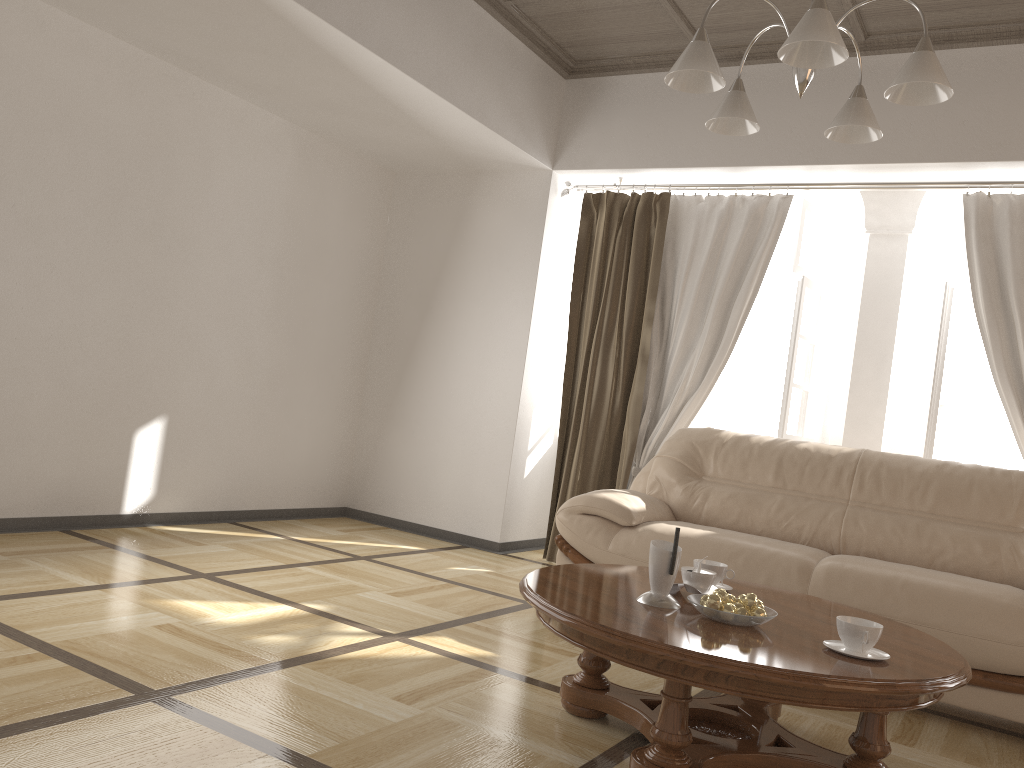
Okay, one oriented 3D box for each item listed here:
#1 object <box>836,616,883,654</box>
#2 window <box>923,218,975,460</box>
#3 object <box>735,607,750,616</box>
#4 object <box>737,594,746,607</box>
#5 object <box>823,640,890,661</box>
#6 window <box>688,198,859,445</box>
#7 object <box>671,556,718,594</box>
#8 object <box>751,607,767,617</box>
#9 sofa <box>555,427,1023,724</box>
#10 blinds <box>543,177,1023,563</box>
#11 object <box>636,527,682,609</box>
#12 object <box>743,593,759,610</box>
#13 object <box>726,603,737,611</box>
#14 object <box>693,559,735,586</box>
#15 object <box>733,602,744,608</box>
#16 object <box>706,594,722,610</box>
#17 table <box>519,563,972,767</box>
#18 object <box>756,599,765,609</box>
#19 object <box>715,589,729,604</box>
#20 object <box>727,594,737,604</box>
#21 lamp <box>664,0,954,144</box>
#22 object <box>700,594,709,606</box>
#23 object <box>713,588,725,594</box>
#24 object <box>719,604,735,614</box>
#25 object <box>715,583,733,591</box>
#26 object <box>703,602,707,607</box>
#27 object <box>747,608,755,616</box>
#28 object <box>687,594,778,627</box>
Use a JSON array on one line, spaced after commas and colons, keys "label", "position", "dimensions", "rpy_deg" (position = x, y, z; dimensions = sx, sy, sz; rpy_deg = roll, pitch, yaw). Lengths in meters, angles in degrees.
[{"label": "object", "position": [0.814, 0.596, 2.092], "dimensions": [0.114, 0.071, 0.105], "rpy_deg": [10, -2, -44]}, {"label": "window", "position": [3.043, -0.149, 4.373], "dimensions": [1.759, 1.500, 0.784], "rpy_deg": [7, -2, 30]}, {"label": "object", "position": [0.583, 0.585, 2.249], "dimensions": [0.039, 0.039, 0.040], "rpy_deg": [7, -2, 21]}, {"label": "object", "position": [0.613, 0.576, 2.339], "dimensions": [0.038, 0.040, 0.040], "rpy_deg": [8, -2, 10]}, {"label": "object", "position": [0.812, 0.631, 2.094], "dimensions": [0.150, 0.010, 0.150], "rpy_deg": [7, -2, 20]}, {"label": "window", "position": [1.176, -0.382, 5.482], "dimensions": [1.600, 1.500, 0.781], "rpy_deg": [7, -2, 31]}, {"label": "object", "position": [0.525, 0.540, 2.505], "dimensions": [0.104, 0.133, 0.178], "rpy_deg": [10, -2, -44]}, {"label": "object", "position": [0.623, 0.584, 2.238], "dimensions": [0.039, 0.039, 0.040], "rpy_deg": [7, -2, 42]}, {"label": "sofa", "position": [1.331, 0.697, 3.625], "dimensions": [2.135, 0.900, 1.051], "rpy_deg": [7, -2, 31]}, {"label": "blinds", "position": [2.617, 0.178, 3.903], "dimensions": [5.765, 2.294, 0.285], "rpy_deg": [7, -2, 31]}, {"label": "object", "position": [0.406, 0.480, 2.369], "dimensions": [0.119, 0.210, 0.119], "rpy_deg": [8, -2, 8]}, {"label": "object", "position": [0.608, 0.554, 2.257], "dimensions": [0.038, 0.044, 0.038], "rpy_deg": [7, -2, 37]}, {"label": "object", "position": [0.558, 0.583, 2.281], "dimensions": [0.041, 0.038, 0.039], "rpy_deg": [9, -2, -17]}, {"label": "object", "position": [0.612, 0.587, 2.731], "dimensions": [0.114, 0.071, 0.105], "rpy_deg": [8, -2, -9]}, {"label": "object", "position": [0.587, 0.588, 2.311], "dimensions": [0.040, 0.037, 0.040], "rpy_deg": [9, -2, -34]}, {"label": "object", "position": [0.504, 0.544, 2.210], "dimensions": [0.038, 0.042, 0.038], "rpy_deg": [7, -2, 39]}, {"label": "table", "position": [0.574, 0.810, 2.411], "dimensions": [1.169, 0.392, 1.167], "rpy_deg": [7, -2, 26]}, {"label": "object", "position": [0.635, 0.579, 2.307], "dimensions": [0.041, 0.039, 0.039], "rpy_deg": [8, -2, -10]}, {"label": "object", "position": [0.531, 0.543, 2.255], "dimensions": [0.040, 0.041, 0.037], "rpy_deg": [9, -2, -36]}, {"label": "object", "position": [0.575, 0.575, 2.347], "dimensions": [0.039, 0.038, 0.041], "rpy_deg": [9, -2, -15]}, {"label": "lamp", "position": [0.900, -1.323, 2.461], "dimensions": [0.713, 1.094, 0.741], "rpy_deg": [7, -2, 31]}, {"label": "object", "position": [0.509, 0.570, 2.316], "dimensions": [0.037, 0.040, 0.041], "rpy_deg": [7, -2, 44]}, {"label": "object", "position": [0.540, 0.550, 2.298], "dimensions": [0.040, 0.039, 0.038], "rpy_deg": [8, -2, 16]}, {"label": "object", "position": [0.535, 0.568, 2.209], "dimensions": [0.041, 0.041, 0.038], "rpy_deg": [8, -2, 16]}, {"label": "object", "position": [0.602, 0.620, 2.730], "dimensions": [0.150, 0.010, 0.150], "rpy_deg": [8, -2, 16]}, {"label": "object", "position": [0.504, 0.567, 2.241], "dimensions": [0.041, 0.039, 0.039], "rpy_deg": [8, -2, 8]}, {"label": "object", "position": [0.612, 0.590, 2.278], "dimensions": [0.039, 0.038, 0.040], "rpy_deg": [9, -2, -34]}, {"label": "object", "position": [0.562, 0.586, 2.274], "dimensions": [0.227, 0.039, 0.227], "rpy_deg": [9, -2, -34]}]
